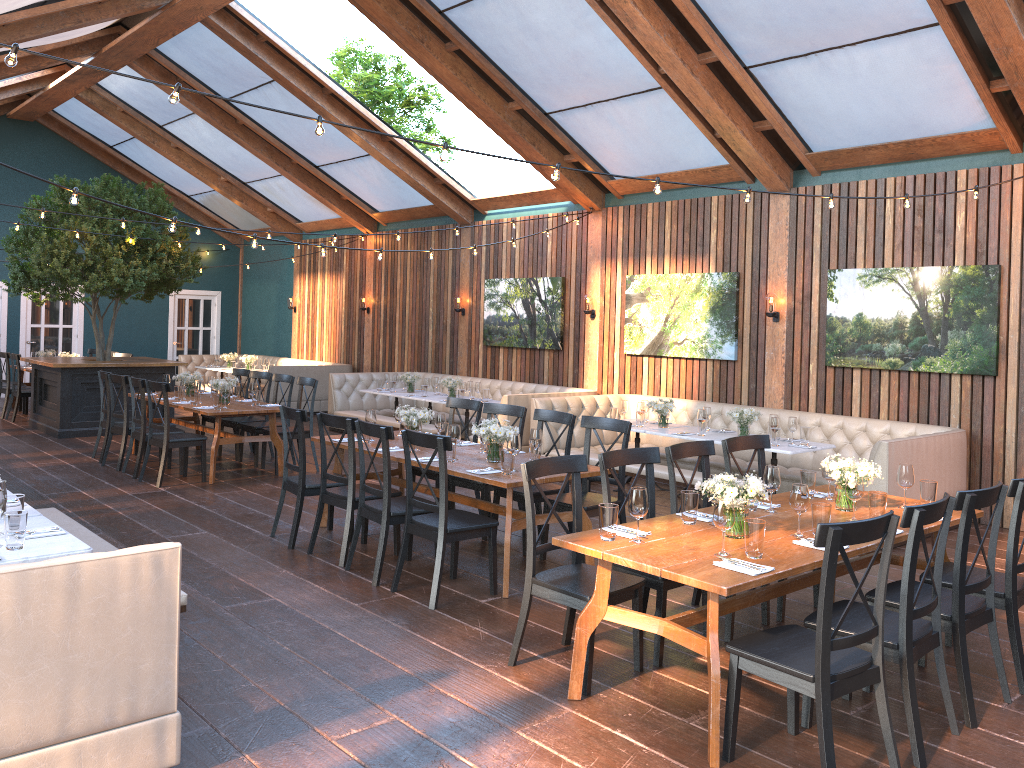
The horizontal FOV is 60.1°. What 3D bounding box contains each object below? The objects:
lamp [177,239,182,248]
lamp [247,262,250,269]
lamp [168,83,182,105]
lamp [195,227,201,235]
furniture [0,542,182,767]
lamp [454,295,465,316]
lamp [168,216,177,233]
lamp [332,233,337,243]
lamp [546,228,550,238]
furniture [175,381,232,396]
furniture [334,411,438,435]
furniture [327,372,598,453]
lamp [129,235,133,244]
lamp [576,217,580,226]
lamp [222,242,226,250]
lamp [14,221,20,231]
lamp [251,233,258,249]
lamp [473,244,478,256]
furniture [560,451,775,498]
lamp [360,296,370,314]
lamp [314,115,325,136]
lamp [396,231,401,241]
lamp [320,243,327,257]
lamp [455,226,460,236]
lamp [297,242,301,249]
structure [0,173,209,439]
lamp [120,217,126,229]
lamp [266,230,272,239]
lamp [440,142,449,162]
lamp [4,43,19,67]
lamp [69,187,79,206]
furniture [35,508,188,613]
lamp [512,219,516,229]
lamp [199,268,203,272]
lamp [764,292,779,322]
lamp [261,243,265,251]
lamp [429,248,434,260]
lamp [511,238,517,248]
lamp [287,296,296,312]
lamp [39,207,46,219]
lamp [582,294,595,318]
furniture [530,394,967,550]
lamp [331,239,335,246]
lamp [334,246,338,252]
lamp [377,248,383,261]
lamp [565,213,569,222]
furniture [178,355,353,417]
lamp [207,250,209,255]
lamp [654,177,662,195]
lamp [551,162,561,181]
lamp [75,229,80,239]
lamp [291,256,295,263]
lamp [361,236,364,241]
[{"bbox_3d":[-4.692,-1.981,12.495,0.056,0.119,0.060,2,1,34],"label":"lamp"},{"bbox_3d":[-4.495,-2.014,15.083,0.056,0.121,0.056,2,1,26],"label":"lamp"},{"bbox_3d":[-1.784,-1.536,4.688,0.075,0.114,0.056,2,1,4],"label":"lamp"},{"bbox_3d":[-3.459,-1.699,9.752,0.056,0.121,0.056,2,1,24],"label":"lamp"},{"bbox_3d":[-3.212,0.892,4.238,1.709,0.858,4.166,-1,5,-41],"label":"furniture"},{"bbox_3d":[-0.819,-1.221,13.703,0.178,0.320,0.146,1,1,-41],"label":"lamp"},{"bbox_3d":[-2.411,-1.132,6.280,0.056,0.120,0.056,2,1,9],"label":"lamp"},{"bbox_3d":[-2.081,-1.719,10.393,0.056,0.117,0.067,2,1,12],"label":"lamp"},{"bbox_3d":[0.437,-1.832,10.751,0.060,0.119,0.056,1,1,-19],"label":"lamp"},{"bbox_3d":[-5.640,0.217,16.224,0.313,0.399,2.333,0,4,-41],"label":"furniture"},{"bbox_3d":[-1.634,0.648,11.661,0.313,0.399,2.333,0,4,-41],"label":"furniture"},{"bbox_3d":[-0.792,0.390,12.393,1.709,0.858,4.166,-1,5,-41],"label":"furniture"},{"bbox_3d":[-5.107,-1.936,11.859,0.056,0.121,0.056,1,1,-16],"label":"lamp"},{"bbox_3d":[0.843,-2.088,11.356,0.056,0.119,0.062,2,1,32],"label":"lamp"},{"bbox_3d":[-4.280,-2.045,13.137,0.060,0.119,0.056,1,1,-18],"label":"lamp"},{"bbox_3d":[-5.904,-1.885,10.557,0.056,0.120,0.056,2,1,36],"label":"lamp"},{"bbox_3d":[-2.019,-1.121,6.938,0.056,0.121,0.056,1,1,-43],"label":"lamp"},{"bbox_3d":[-0.394,-1.441,9.511,0.056,0.120,0.056,1,1,-14],"label":"lamp"},{"bbox_3d":[1.348,0.969,8.266,0.313,0.399,2.333,0,4,-41],"label":"furniture"},{"bbox_3d":[-2.631,-1.416,15.766,0.178,0.320,0.146,1,1,-41],"label":"lamp"},{"bbox_3d":[-1.083,-1.456,4.982,0.056,0.120,0.056,2,1,24],"label":"lamp"},{"bbox_3d":[-1.369,-1.785,10.684,0.056,0.121,0.056,1,1,-20],"label":"lamp"},{"bbox_3d":[-1.616,-1.149,7.588,0.056,0.120,0.056,1,1,-36],"label":"lamp"},{"bbox_3d":[-0.681,-1.900,10.985,0.056,0.118,0.063,2,1,42],"label":"lamp"},{"bbox_3d":[-3.473,-2.254,14.420,0.056,0.121,0.056,2,1,31],"label":"lamp"},{"bbox_3d":[-5.865,-1.198,12.780,2.713,3.695,2.856,1,2,-33],"label":"structure"},{"bbox_3d":[-4.149,-1.718,9.443,0.056,0.121,0.056,2,1,-1],"label":"lamp"},{"bbox_3d":[-2.765,-1.697,10.069,0.056,0.121,0.056,1,1,-26],"label":"lamp"},{"bbox_3d":[-0.406,-1.393,5.307,0.056,0.121,0.056,1,1,-27],"label":"lamp"},{"bbox_3d":[-2.468,-1.622,4.362,0.056,0.114,0.075,1,2,-43],"label":"lamp"},{"bbox_3d":[-2.782,-1.194,5.624,0.056,0.120,0.056,1,1,-44],"label":"lamp"},{"bbox_3d":[-2.416,1.094,4.958,0.313,0.399,2.333,0,4,-41],"label":"furniture"},{"bbox_3d":[0.026,-2.033,11.258,0.056,0.120,0.056,2,1,1],"label":"lamp"},{"bbox_3d":[-5.208,-1.918,14.810,0.056,0.121,0.056,2,1,25],"label":"lamp"},{"bbox_3d":[2.812,-0.831,9.568,0.178,0.320,0.146,1,1,-41],"label":"lamp"},{"bbox_3d":[-3.873,-2.134,13.772,0.056,0.117,0.068,1,1,-44],"label":"lamp"},{"bbox_3d":[-0.808,-1.306,8.876,0.056,0.121,0.056,2,1,36],"label":"lamp"},{"bbox_3d":[0.020,-1.616,10.137,0.071,0.116,0.056,1,1,-19],"label":"lamp"},{"bbox_3d":[-4.444,-1.611,17.831,0.178,0.320,0.146,1,1,-41],"label":"lamp"},{"bbox_3d":[-4.836,-1.758,9.116,0.056,0.121,0.056,1,1,-32],"label":"lamp"},{"bbox_3d":[1.008,-1.024,11.622,0.178,0.320,0.146,1,1,-41],"label":"lamp"},{"bbox_3d":[2.192,0.711,8.995,1.709,0.858,4.166,-1,5,-41],"label":"furniture"},{"bbox_3d":[-3.048,-2.404,15.039,0.064,0.118,0.056,1,1,-33],"label":"lamp"},{"bbox_3d":[-3.113,-2.380,15.623,0.073,0.115,0.056,1,1,-35],"label":"lamp"},{"bbox_3d":[-1.228,-1.210,8.241,0.056,0.120,0.056,1,1,-22],"label":"lamp"},{"bbox_3d":[0.719,-2.169,11.532,0.056,0.121,0.056,1,1,-20],"label":"lamp"},{"bbox_3d":[-4.777,-0.039,16.931,1.709,0.858,4.166,-1,5,-41],"label":"furniture"},{"bbox_3d":[-6.627,-2.869,19.302,0.056,0.121,0.056,2,1,31],"label":"lamp"},{"bbox_3d":[0.979,-1.330,5.940,0.056,0.121,0.056,2,1,17],"label":"lamp"},{"bbox_3d":[0.278,-1.348,5.623,0.056,0.120,0.057,2,1,42],"label":"lamp"},{"bbox_3d":[-5.501,-1.902,11.204,0.056,0.121,0.056,2,1,29],"label":"lamp"},{"bbox_3d":[-3.793,-2.162,15.356,0.066,0.118,0.056,2,1,25],"label":"lamp"},{"bbox_3d":[-2.642,-2.591,15.673,0.056,0.120,0.056,1,1,-12],"label":"lamp"}]
